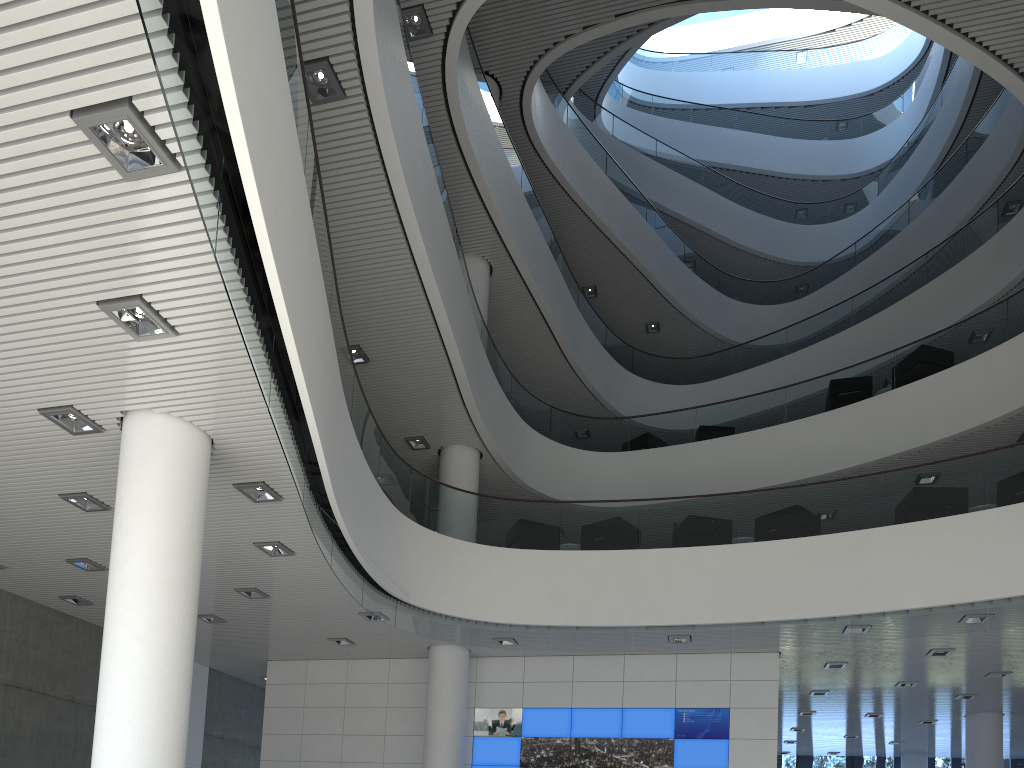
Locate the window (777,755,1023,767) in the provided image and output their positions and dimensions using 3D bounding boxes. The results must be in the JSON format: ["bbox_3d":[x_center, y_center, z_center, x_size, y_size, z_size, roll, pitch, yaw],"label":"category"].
[{"bbox_3d":[6.789,8.416,15.106,18.205,2.753,0.082,-6,-7,15],"label":"window"}]
